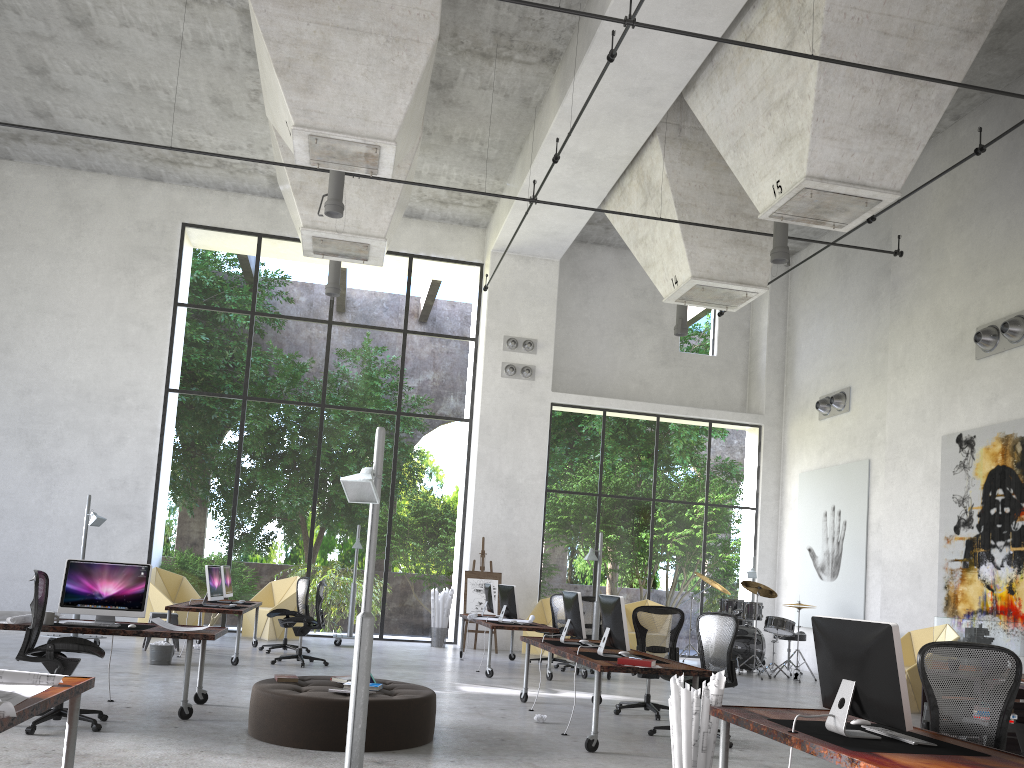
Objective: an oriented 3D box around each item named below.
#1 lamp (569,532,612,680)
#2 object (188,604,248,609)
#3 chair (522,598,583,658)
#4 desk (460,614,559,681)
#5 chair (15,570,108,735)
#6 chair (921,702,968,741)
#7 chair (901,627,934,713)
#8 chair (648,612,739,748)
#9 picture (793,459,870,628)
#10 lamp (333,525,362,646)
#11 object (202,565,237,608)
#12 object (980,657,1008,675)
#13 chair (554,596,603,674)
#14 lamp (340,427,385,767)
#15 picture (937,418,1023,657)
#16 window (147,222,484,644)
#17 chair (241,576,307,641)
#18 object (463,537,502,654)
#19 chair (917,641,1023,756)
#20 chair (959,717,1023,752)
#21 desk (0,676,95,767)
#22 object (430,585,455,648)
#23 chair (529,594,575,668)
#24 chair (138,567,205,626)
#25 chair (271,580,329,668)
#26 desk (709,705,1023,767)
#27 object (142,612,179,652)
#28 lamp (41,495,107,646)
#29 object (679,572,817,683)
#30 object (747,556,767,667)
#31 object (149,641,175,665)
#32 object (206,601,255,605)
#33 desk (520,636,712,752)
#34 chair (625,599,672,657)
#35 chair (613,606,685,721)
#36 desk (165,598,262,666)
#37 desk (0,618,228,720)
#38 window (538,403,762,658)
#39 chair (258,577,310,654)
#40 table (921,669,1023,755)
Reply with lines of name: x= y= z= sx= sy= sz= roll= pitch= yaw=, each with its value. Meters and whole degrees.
lamp: x=1.265 y=3.281 z=13.071 sx=0.598 sy=2.124 sz=0.586 roll=5 pitch=-6 yaw=-11
object: x=-4.026 y=3.053 z=12.032 sx=0.688 sy=0.008 sz=0.865 roll=5 pitch=-13 yaw=-4
chair: x=0.768 y=4.514 z=16.491 sx=0.981 sy=1.153 sz=0.948 roll=-2 pitch=-10 yaw=38
desk: x=-0.133 y=3.996 z=13.478 sx=0.975 sy=0.712 sz=3.185 roll=6 pitch=-12 yaw=-10
chair: x=-3.490 y=2.054 z=6.837 sx=0.801 sy=1.169 sz=0.775 roll=9 pitch=-9 yaw=-36
chair: x=3.843 y=3.114 z=7.824 sx=0.419 sy=0.482 sz=0.445 roll=0 pitch=-9 yaw=24
chair: x=5.395 y=3.752 z=11.681 sx=0.936 sy=1.153 sz=0.994 roll=6 pitch=-8 yaw=-12
chair: x=1.728 y=2.688 z=8.097 sx=0.802 sy=1.169 sz=0.774 roll=10 pitch=-10 yaw=-41
picture: x=5.862 y=3.027 z=16.248 sx=0.020 sy=2.976 sz=2.372 roll=5 pitch=-8 yaw=-10
lamp: x=-2.806 y=3.572 z=15.595 sx=0.581 sy=2.124 sz=0.603 roll=5 pitch=-6 yaw=-11
object: x=-4.010 y=2.775 z=12.057 sx=0.377 sy=0.544 sz=0.727 roll=4 pitch=-10 yaw=-4
object: x=4.377 y=2.537 z=7.980 sx=0.214 sy=0.211 sz=0.196 roll=5 pitch=-9 yaw=-10
chair: x=1.065 y=3.926 z=13.843 sx=0.795 sy=1.168 sz=0.781 roll=-3 pitch=-10 yaw=43
lamp: x=-0.802 y=1.296 z=4.794 sx=0.578 sy=2.124 sz=0.605 roll=3 pitch=-6 yaw=14
picture: x=6.373 y=1.994 z=11.470 sx=0.020 sy=2.976 sz=2.390 roll=5 pitch=-8 yaw=-10
window: x=-3.757 y=1.048 z=17.287 sx=5.975 sy=7.747 sz=0.068 roll=5 pitch=-5 yaw=-11
chair: x=-4.315 y=4.083 z=16.099 sx=0.980 sy=1.153 sz=0.949 roll=-2 pitch=-10 yaw=35
object: x=-0.561 y=3.901 z=16.332 sx=0.695 sy=2.115 sz=0.692 roll=5 pitch=-6 yaw=-10
chair: x=2.470 y=1.928 z=4.470 sx=0.774 sy=1.168 sz=0.801 roll=7 pitch=-8 yaw=-22
chair: x=3.827 y=2.927 z=6.990 sx=0.439 sy=0.482 sz=0.426 roll=6 pitch=-9 yaw=-16
desk: x=-2.290 y=1.460 z=2.772 sx=0.975 sy=0.712 sz=3.185 roll=6 pitch=-12 yaw=-10
object: x=-1.350 y=4.404 z=16.660 sx=0.416 sy=1.193 sz=0.443 roll=8 pitch=-7 yaw=-33
chair: x=0.712 y=4.034 z=14.433 sx=0.770 sy=1.168 sz=0.806 roll=0 pitch=-8 yaw=28
chair: x=-5.969 y=3.812 z=15.386 sx=0.933 sy=1.153 sz=0.997 roll=0 pitch=-9 yaw=25
chair: x=-2.886 y=3.273 z=12.117 sx=0.797 sy=1.169 sz=0.779 roll=7 pitch=-8 yaw=-22
desk: x=1.848 y=1.905 z=3.516 sx=0.965 sy=0.712 sz=3.186 roll=6 pitch=-12 yaw=-10
object: x=-5.090 y=3.603 z=12.784 sx=0.478 sy=0.524 sz=0.461 roll=8 pitch=-9 yaw=-25
lamp: x=-6.039 y=2.620 z=12.312 sx=0.595 sy=2.124 sz=0.588 roll=2 pitch=-6 yaw=22
object: x=4.349 y=4.314 z=15.834 sx=1.894 sy=1.716 sz=3.007 roll=8 pitch=-12 yaw=-26
object: x=4.736 y=4.472 z=17.335 sx=0.579 sy=2.124 sz=0.605 roll=1 pitch=-6 yaw=24
object: x=-4.431 y=3.387 z=11.106 sx=0.296 sy=0.294 sz=0.403 roll=7 pitch=-10 yaw=-17
object: x=-4.296 y=3.339 z=13.396 sx=0.688 sy=0.008 sz=0.864 roll=6 pitch=-13 yaw=-9
desk: x=0.826 y=2.963 z=8.562 sx=0.975 sy=0.712 sz=3.185 roll=6 pitch=-12 yaw=-10
chair: x=2.479 y=4.579 z=16.267 sx=0.978 sy=1.153 sz=0.951 roll=3 pitch=-8 yaw=9
chair: x=1.468 y=2.995 z=9.553 sx=0.776 sy=1.168 sz=0.800 roll=8 pitch=-8 yaw=-27
desk: x=-4.271 y=3.550 z=12.734 sx=0.965 sy=0.712 sz=3.186 roll=6 pitch=-12 yaw=-10
desk: x=-4.155 y=2.403 z=7.560 sx=3.135 sy=0.715 sz=0.990 roll=6 pitch=-10 yaw=-11
window: x=2.824 y=3.022 z=17.730 sx=4.571 sy=4.829 sz=0.020 roll=6 pitch=-5 yaw=-11
chair: x=-3.458 y=3.569 z=13.615 sx=0.772 sy=1.168 sz=0.803 roll=-3 pitch=-10 yaw=43
table: x=4.704 y=2.967 z=7.559 sx=1.508 sy=0.783 sz=1.629 roll=6 pitch=-11 yaw=-10
